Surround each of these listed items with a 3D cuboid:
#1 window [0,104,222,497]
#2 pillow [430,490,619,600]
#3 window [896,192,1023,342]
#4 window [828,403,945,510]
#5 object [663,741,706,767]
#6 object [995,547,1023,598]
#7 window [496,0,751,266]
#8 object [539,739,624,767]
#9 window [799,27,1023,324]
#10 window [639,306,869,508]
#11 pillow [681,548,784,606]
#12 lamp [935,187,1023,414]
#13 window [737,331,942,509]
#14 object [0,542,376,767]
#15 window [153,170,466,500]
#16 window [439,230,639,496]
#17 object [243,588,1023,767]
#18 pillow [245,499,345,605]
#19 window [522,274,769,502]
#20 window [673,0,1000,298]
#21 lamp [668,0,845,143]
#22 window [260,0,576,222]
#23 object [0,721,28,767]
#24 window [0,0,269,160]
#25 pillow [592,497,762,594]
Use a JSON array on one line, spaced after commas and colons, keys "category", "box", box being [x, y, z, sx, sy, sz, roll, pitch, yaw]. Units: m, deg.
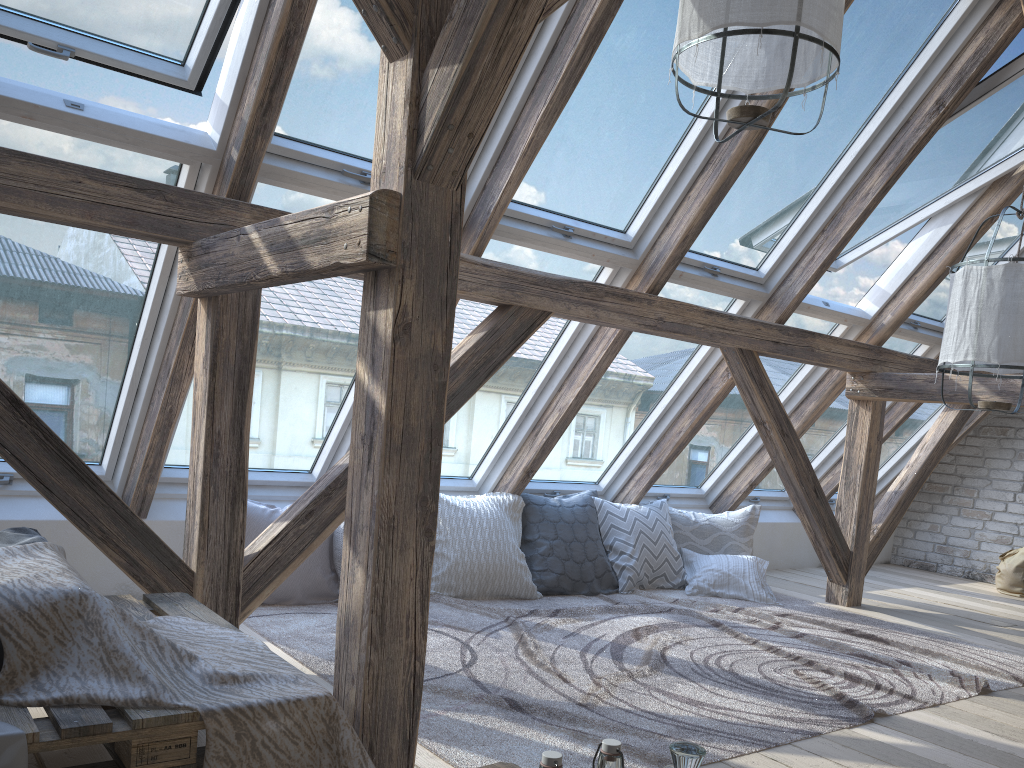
[{"category": "window", "box": [-1.617, -0.201, 2.967, 0.858, 1.286, 1.086, 3, 3, -37]}, {"category": "pillow", "box": [0.061, 0.812, 4.575, 1.278, 0.567, 0.463, 6, 1, -36]}, {"category": "window", "box": [2.746, -0.918, 4.868, 0.858, 1.286, 1.086, 3, 3, -37]}, {"category": "window", "box": [2.769, 0.336, 6.317, 0.858, 1.286, 1.086, 3, 3, -37]}, {"category": "object", "box": [0.191, 0.538, 1.023, 0.155, 0.249, 0.155, 6, 3, 21]}, {"category": "object", "box": [3.540, 1.274, 6.149, 0.338, 0.392, 0.390, 5, 1, -11]}, {"category": "window", "box": [0.553, -1.186, 3.193, 0.858, 1.286, 1.086, 3, 3, -37]}, {"category": "object", "box": [0.061, 0.510, 0.922, 0.154, 0.270, 0.070, 3, 5, -37]}, {"category": "window", "box": [1.985, -1.008, 4.348, 0.858, 1.285, 1.394, 3, 2, -37]}, {"category": "window", "box": [1.307, 0.157, 5.201, 0.858, 1.286, 1.086, 3, 3, -37]}, {"category": "pillow", "box": [1.246, 1.110, 5.052, 0.536, 0.243, 0.474, 5, -1, 4]}, {"category": "lamp", "box": [1.806, -0.846, 3.050, 0.407, 1.910, 0.396, 6, 5, 4]}, {"category": "window", "box": [2.038, 0.247, 5.759, 0.858, 1.286, 1.086, 3, 3, -37]}, {"category": "object", "box": [-0.779, 0.636, 2.035, 1.010, 0.477, 0.806, 5, 0, -7]}, {"category": "window", "box": [-0.886, -0.111, 3.526, 0.858, 1.286, 1.086, 3, 3, -37]}, {"category": "window", "box": [-0.155, -0.022, 4.084, 0.858, 1.286, 1.086, 3, 3, -37]}, {"category": "object", "box": [0.632, 1.078, 3.840, 3.200, 0.057, 2.170, 7, -3, -37]}, {"category": "pillow", "box": [-0.747, 0.750, 3.996, 1.138, 0.528, 0.431, 6, 1, -45]}, {"category": "window", "box": [0.576, 0.068, 4.642, 0.858, 1.286, 1.086, 3, 3, -37]}, {"category": "window", "box": [1.284, -1.097, 3.751, 0.858, 1.286, 1.086, 3, 3, -37]}, {"category": "lamp", "box": [0.645, -1.286, 2.118, 0.404, 1.315, 0.399, 8, 5, 29]}, {"category": "window", "box": [-0.178, -1.276, 2.635, 0.858, 1.286, 1.086, 3, 3, -37]}, {"category": "object", "box": [-1.234, 0.651, 1.364, 0.501, 0.279, 0.711, 5, -1, 37]}, {"category": "window", "box": [-0.937, -1.367, 2.113, 0.858, 1.285, 1.338, 3, 2, -37]}, {"category": "pillow", "box": [0.959, 0.949, 5.211, 1.159, 0.538, 0.496, 6, 1, -32]}]
